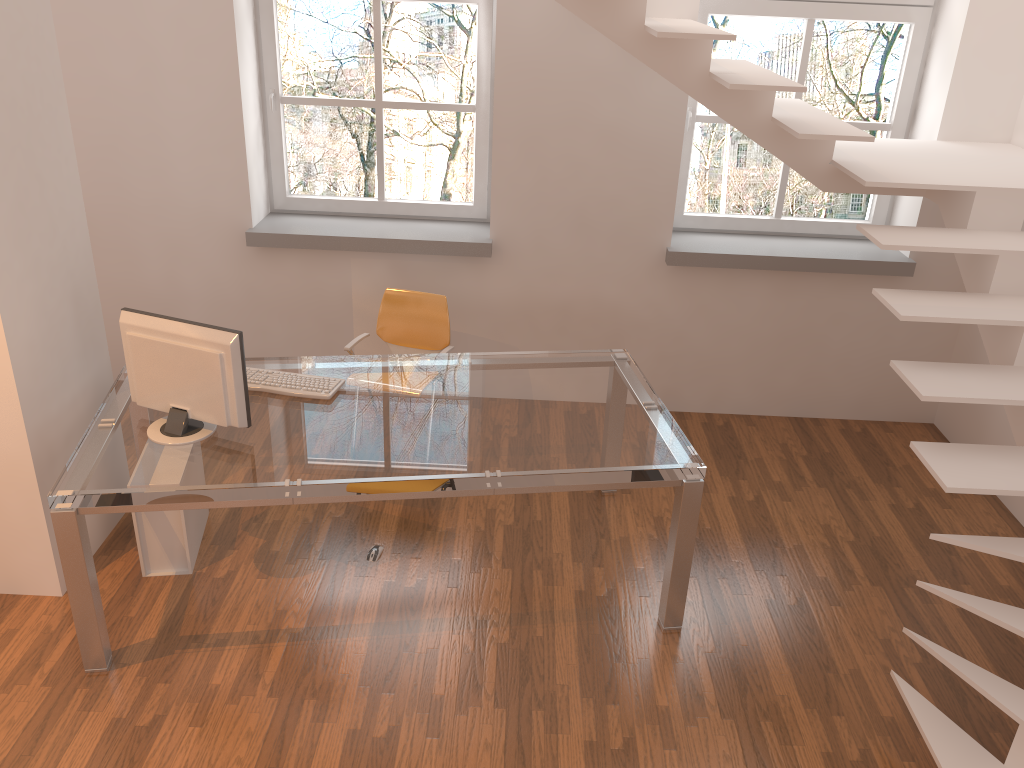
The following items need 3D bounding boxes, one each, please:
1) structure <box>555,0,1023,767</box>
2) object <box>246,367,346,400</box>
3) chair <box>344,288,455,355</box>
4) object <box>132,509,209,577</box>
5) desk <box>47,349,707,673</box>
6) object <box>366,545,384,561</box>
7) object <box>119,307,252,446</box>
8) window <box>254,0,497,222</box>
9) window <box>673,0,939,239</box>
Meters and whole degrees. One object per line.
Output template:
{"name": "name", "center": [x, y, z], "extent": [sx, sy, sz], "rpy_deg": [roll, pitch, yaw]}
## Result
{"name": "structure", "center": [0.213, -0.505, 3.082], "extent": [4.630, 3.042, 3.450], "rpy_deg": [3, 25, 0]}
{"name": "object", "center": [-0.942, -0.011, 3.680], "extent": [0.467, 0.031, 0.200], "rpy_deg": [7, 26, 9]}
{"name": "chair", "center": [-0.565, -0.014, 4.526], "extent": [0.495, 0.829, 0.464], "rpy_deg": [9, 26, 14]}
{"name": "object", "center": [-1.468, 0.518, 3.832], "extent": [0.200, 0.422, 0.474], "rpy_deg": [-2, 26, -9]}
{"name": "desk", "center": [-0.497, 0.438, 3.686], "extent": [2.239, 0.750, 1.092], "rpy_deg": [-2, 26, -9]}
{"name": "object", "center": [-0.602, 0.739, 3.897], "extent": [0.054, 0.035, 0.115], "rpy_deg": [7, 26, 9]}
{"name": "object", "center": [-1.228, -0.020, 3.218], "extent": [0.516, 0.418, 0.245], "rpy_deg": [16, 29, 27]}
{"name": "window", "center": [-0.732, -1.750, 4.815], "extent": [1.308, 1.737, 0.142], "rpy_deg": [3, 25, 0]}
{"name": "window", "center": [1.559, -1.644, 4.803], "extent": [1.308, 1.737, 0.142], "rpy_deg": [3, 25, 0]}
